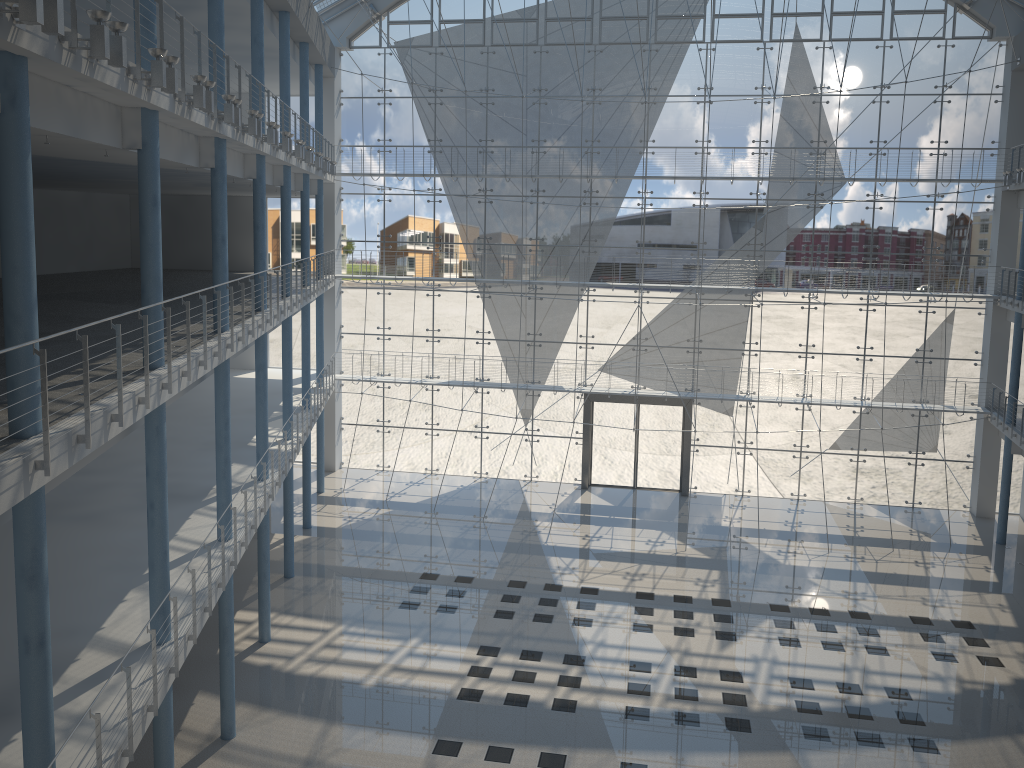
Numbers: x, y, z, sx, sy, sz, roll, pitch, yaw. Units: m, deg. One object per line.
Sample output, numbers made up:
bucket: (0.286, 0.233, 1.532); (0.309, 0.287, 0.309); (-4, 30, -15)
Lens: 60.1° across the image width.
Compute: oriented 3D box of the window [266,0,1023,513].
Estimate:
window: (0.598, -0.839, 4.346); (3.850, 2.751, 0.010); (3, 7, 10)
